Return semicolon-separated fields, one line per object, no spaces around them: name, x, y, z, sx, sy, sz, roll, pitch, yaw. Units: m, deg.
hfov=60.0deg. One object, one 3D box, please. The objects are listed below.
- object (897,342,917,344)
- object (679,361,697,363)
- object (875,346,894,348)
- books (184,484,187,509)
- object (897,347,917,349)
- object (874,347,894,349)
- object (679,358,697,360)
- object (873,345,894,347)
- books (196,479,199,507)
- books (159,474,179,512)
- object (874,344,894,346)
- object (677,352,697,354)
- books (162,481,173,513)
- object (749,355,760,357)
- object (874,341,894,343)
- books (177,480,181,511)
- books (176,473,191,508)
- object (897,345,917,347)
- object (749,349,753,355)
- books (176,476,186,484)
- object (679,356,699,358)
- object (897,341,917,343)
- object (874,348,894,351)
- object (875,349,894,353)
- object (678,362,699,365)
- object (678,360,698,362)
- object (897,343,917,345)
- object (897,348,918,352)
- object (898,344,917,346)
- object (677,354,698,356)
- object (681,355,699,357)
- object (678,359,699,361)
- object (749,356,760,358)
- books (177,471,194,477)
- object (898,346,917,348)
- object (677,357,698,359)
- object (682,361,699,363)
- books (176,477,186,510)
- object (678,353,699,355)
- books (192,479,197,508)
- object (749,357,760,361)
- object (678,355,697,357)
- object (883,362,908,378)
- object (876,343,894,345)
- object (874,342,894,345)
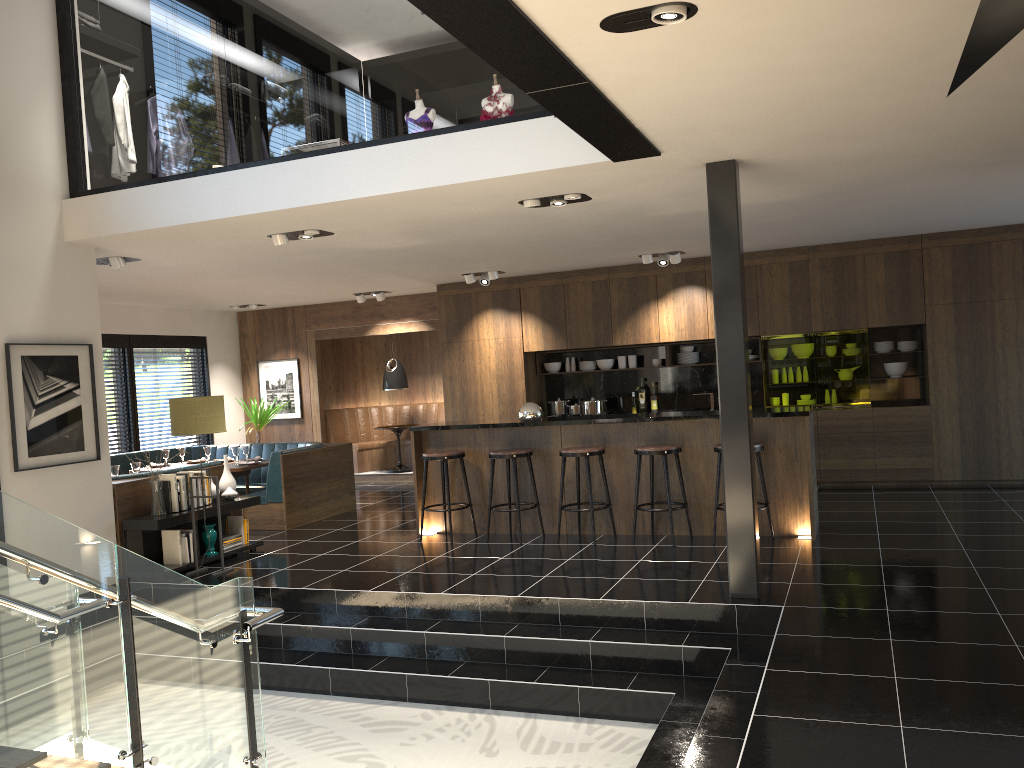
object;4.499;-0.455;10.082;0.220;0.033;0.220;-3;1;5
object;2.202;-0.270;11.068;0.269;0.024;0.269;-4;1;-30
object;4.265;-0.409;10.176;0.220;0.033;0.220;-3;1;31
books;-2.833;0.956;7.516;0.170;0.214;0.025;-3;1;21
object;4.503;-0.400;10.084;0.220;0.033;0.220;-3;1;5
object;4.266;-0.398;10.176;0.220;0.033;0.220;-3;1;31
object;2.200;-0.309;11.067;0.269;0.024;0.269;-4;1;-30
object;4.264;-0.421;10.175;0.220;0.033;0.220;-3;1;31
books;-2.774;0.935;7.646;0.149;0.246;0.023;-3;2;21
books;-2.864;0.911;7.403;0.160;0.312;0.035;-3;2;21
object;4.264;-0.432;10.175;0.220;0.033;0.220;-3;1;31
object;2.195;-0.380;11.065;0.269;0.024;0.269;-4;1;-30
books;-2.905;0.938;7.388;0.156;0.263;0.026;-3;2;21
object;2.796;-0.320;10.762;0.437;0.039;0.438;-4;1;-33
object;4.261;-0.467;10.174;0.220;0.033;0.220;-3;1;31
books;-2.860;0.935;7.437;0.173;0.262;0.030;-3;1;21
books;-2.823;0.913;7.574;0.169;0.298;0.032;-3;2;21
object;4.502;-0.422;10.083;0.220;0.033;0.220;-3;1;5
object;2.792;-0.368;10.763;0.254;0.088;0.254;-4;1;-43
books;-2.834;0.923;7.545;0.141;0.280;0.031;-3;2;21
object;2.199;-0.325;11.066;0.269;0.024;0.269;-4;1;-30
object;4.499;-0.468;10.082;0.220;0.033;0.220;-3;1;5
object;4.266;-0.386;10.176;0.220;0.033;0.220;-3;1;31
object;4.267;-0.373;10.176;0.220;0.033;0.220;-3;1;31
object;2.203;-0.254;11.068;0.269;0.024;0.269;-4;1;-30
object;2.201;-0.281;11.068;0.269;0.024;0.269;-4;1;-30
object;4.500;-0.445;10.082;0.220;0.033;0.220;-3;1;5
object;4.504;-0.387;10.084;0.220;0.033;0.220;-3;1;5
object;4.501;-0.435;10.083;0.220;0.033;0.220;-3;1;5
object;2.197;-0.353;11.066;0.269;0.024;0.269;-4;1;-30
object;2.198;-0.336;11.066;0.269;0.024;0.269;-4;1;-30
object;2.201;-0.289;11.067;0.269;0.024;0.269;-4;1;-30
object;2.797;-0.305;10.762;0.437;0.039;0.438;-4;1;-33
books;-2.797;0.907;7.625;0.155;0.306;0.032;-3;2;21
object;4.502;-0.411;10.083;0.220;0.033;0.220;-3;1;5
object;2.199;-0.316;11.067;0.269;0.024;0.269;-4;1;-30
object;2.203;-0.261;11.068;0.269;0.024;0.269;-4;1;-30
books;-2.834;0.926;7.485;0.160;0.276;0.030;-3;2;21
object;2.196;-0.363;11.066;0.269;0.024;0.269;-4;1;-30
books;-2.788;0.932;7.592;0.202;0.255;0.025;-3;1;21
object;2.798;-0.293;10.763;0.437;0.039;0.438;-4;1;-33
object;2.198;-0.344;11.066;0.269;0.024;0.269;-4;1;-30
object;4.396;-0.160;10.147;0.264;0.170;0.264;-4;1;-4
object;4.263;-0.442;10.175;0.220;0.033;0.220;-3;1;31
object;4.262;-0.455;10.174;0.220;0.033;0.220;-3;1;31
